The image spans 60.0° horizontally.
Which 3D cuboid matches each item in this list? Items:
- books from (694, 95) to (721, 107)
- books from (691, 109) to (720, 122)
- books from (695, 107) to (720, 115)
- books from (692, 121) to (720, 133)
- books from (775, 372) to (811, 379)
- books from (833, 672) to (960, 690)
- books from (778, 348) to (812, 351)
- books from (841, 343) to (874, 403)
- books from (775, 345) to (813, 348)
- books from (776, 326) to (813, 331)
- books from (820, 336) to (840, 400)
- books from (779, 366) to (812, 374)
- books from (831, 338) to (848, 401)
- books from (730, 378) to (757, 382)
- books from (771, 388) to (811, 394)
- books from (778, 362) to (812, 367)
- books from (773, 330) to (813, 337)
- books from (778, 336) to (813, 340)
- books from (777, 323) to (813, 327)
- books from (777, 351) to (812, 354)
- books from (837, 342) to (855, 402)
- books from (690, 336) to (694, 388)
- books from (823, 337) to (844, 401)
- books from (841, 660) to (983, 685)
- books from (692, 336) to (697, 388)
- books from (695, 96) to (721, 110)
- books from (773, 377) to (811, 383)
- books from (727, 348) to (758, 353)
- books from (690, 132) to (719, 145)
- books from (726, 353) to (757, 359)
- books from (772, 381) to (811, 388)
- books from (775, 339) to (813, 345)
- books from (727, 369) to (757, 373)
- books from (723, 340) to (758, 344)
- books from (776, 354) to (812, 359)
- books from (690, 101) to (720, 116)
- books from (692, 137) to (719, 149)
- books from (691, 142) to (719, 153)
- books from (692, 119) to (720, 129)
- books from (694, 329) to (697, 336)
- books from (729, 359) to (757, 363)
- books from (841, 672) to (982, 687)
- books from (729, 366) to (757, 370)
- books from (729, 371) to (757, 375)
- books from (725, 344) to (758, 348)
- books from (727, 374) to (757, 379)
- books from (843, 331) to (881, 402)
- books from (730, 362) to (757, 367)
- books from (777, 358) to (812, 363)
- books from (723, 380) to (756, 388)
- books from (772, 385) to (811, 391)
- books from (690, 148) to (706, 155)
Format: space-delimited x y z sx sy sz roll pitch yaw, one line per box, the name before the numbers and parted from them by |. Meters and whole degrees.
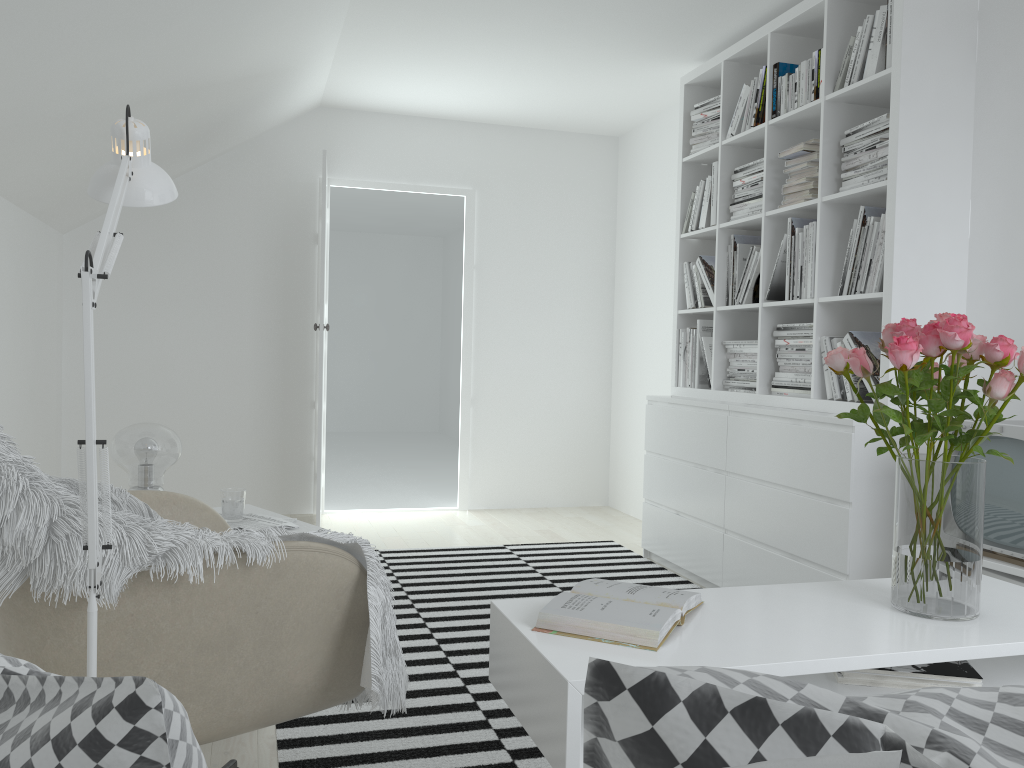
books | 1.022 -1.359 4.276 0.161 0.012 0.254 1 2 -27
books | 1.025 -1.291 4.270 0.174 0.021 0.273 0 2 -37
books | 1.026 -1.309 4.280 0.161 0.013 0.254 0 2 -32
books | 1.025 -1.235 4.286 0.167 0.017 0.263 0 2 -32
books | 1.215 -0.032 3.579 0.174 0.021 0.273 1 2 -17
books | 0.785 0.583 1.814 0.259 0.014 0.191 2 2 10
books | 1.220 -0.138 3.570 0.159 0.012 0.285 1 2 -17
books | 1.287 -0.040 3.206 0.161 0.213 0.118 1 2 -17
books | 1.206 -0.151 3.588 0.161 0.013 0.256 1 2 -17
books | 1.213 -0.222 3.564 0.159 0.012 0.285 1 2 -17
books | 1.256 -0.060 3.345 0.172 0.239 0.093 1 2 -17
books | 1.237 -0.054 3.563 0.180 0.028 0.296 1 2 -17
books | 1.270 -0.053 3.271 0.152 0.232 0.104 1 2 -17
books | 1.107 -0.017 3.946 0.161 0.013 0.254 1 2 -17
books | 1.241 0.030 3.596 0.232 0.014 0.308 1 2 -19
books | 1.234 -0.078 3.575 0.182 0.016 0.288 1 2 -17
books | 1.221 -0.202 3.571 0.176 0.025 0.331 1 2 -17
books | 1.217 -0.184 3.583 0.161 0.013 0.254 1 2 -17
books | 1.213 -0.235 3.580 0.161 0.012 0.254 1 2 -17
books | 1.211 -0.126 3.579 0.161 0.012 0.254 1 2 -17
books | 1.282 -0.045 3.244 0.161 0.218 0.101 1 2 -17
books | 0.948 -0.107 4.337 0.161 0.254 0.012 1 2 -17
books | 1.258 -0.056 3.301 0.172 0.235 0.112 1 2 -17
books | 0.786 0.556 1.805 0.257 0.012 0.207 2 2 12
books | 0.953 -0.107 4.313 0.161 0.256 0.013 1 2 -17
books | 1.025 -1.346 4.261 0.159 0.012 0.285 1 2 -22
books | 1.215 -0.013 3.578 0.182 0.016 0.288 1 2 -17
books | 1.106 -0.148 3.950 0.174 0.021 0.273 1 2 -17
books | 1.029 -1.180 4.273 0.180 0.028 0.296 0 2 -37
books | 1.115 -0.125 3.975 0.180 0.028 0.296 1 2 -17
books | 1.206 0.003 3.569 0.182 0.016 0.288 1 2 -17
books | 1.214 -0.167 3.573 0.174 0.021 0.273 1 2 -17
books | 1.103 -0.059 3.959 0.159 0.012 0.285 1 2 -17
books | 1.094 -0.183 3.953 0.182 0.016 0.288 1 2 -17
books | 1.217 -0.111 3.588 0.167 0.017 0.263 1 2 -17
books | 1.032 -1.326 4.269 0.176 0.025 0.331 1 2 -27
books | 1.026 -1.155 4.276 0.174 0.021 0.273 1 2 -27
books | 1.030 -1.136 4.277 0.182 0.016 0.288 0 2 -32
books | 1.021 -1.250 4.275 0.161 0.012 0.254 0 2 -37
books | 0.957 -0.122 4.327 0.159 0.285 0.012 1 2 -17
books | 1.122 -0.102 3.954 0.182 0.016 0.288 1 2 -17
books | 0.790 0.569 1.812 0.254 0.014 0.191 2 2 8
books | 1.101 -0.070 3.946 0.161 0.012 0.254 1 2 -17
books | 1.101 -0.046 3.936 0.161 0.013 0.256 1 2 -17
books | 1.106 -0.167 3.951 0.182 0.016 0.288 1 2 -17
books | 1.117 -0.031 3.966 0.182 0.016 0.288 1 2 -17
books | 1.311 -0.059 3.141 0.176 0.255 0.226 1 2 -17
books | 1.111 -0.085 3.942 0.167 0.017 0.263 1 2 -17
books | 1.232 -0.094 3.584 0.182 0.016 0.288 1 2 -17
books | 1.103 0.000 3.958 0.176 0.025 0.331 1 2 -17
books | 1.250 0.017 3.596 0.251 0.012 0.312 1 2 -16
books | 1.018 -1.120 4.265 0.182 0.016 0.288 1 2 -27
